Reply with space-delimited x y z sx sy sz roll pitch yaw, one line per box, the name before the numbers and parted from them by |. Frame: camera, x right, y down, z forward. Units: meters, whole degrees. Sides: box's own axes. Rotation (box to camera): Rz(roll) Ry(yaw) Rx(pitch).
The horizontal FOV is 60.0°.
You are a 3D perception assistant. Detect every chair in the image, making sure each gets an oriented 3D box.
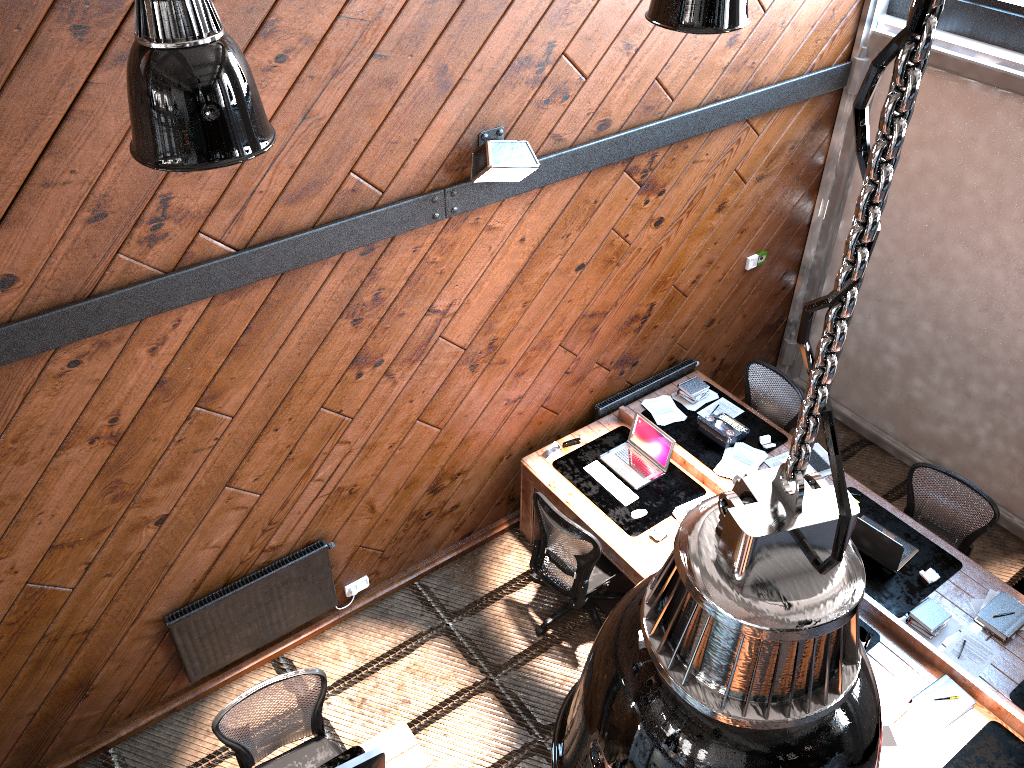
chair | -1.085 2.036 4.604 0.792 1.085 0.770 30 47 32
chair | 1.753 0.438 6.619 0.770 1.085 0.792 30 47 32
chair | 2.659 1.127 5.768 0.770 1.085 0.792 22 44 25
chair | 0.459 1.089 5.797 0.770 1.085 0.792 22 44 25

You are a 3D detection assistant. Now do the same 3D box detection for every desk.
desk | -1.791 3.171 3.378 4.117 0.840 1.748 -23 44 -26
desk | 1.970 1.505 5.486 1.748 0.840 4.117 -24 45 -28

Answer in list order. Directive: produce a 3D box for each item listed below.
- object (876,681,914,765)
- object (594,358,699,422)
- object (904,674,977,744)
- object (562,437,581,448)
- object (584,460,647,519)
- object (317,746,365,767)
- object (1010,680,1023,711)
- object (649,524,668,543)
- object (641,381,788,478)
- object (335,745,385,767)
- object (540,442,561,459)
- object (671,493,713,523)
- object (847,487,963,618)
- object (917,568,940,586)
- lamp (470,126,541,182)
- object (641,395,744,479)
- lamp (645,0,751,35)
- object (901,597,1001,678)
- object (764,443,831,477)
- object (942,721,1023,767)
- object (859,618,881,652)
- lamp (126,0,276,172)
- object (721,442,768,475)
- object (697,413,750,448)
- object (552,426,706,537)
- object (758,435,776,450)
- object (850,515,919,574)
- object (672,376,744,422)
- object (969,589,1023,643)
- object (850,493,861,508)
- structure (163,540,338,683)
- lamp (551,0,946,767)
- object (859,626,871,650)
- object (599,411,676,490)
object | 1.861 1.759 4.624 0.304 0.017 0.467 -2 39 -3
object | 1.044 0.225 6.934 1.064 0.628 0.073 -24 45 -28
object | 2.264 1.704 4.661 0.363 0.065 0.325 -13 41 -16
object | 0.422 0.415 6.272 0.134 0.042 0.022 -13 41 -16
object | 0.701 0.698 5.922 0.139 0.040 0.577 -22 44 -25
object | -0.931 2.157 4.118 0.848 0.008 0.687 -23 44 -26
object | 3.175 1.763 4.643 0.687 0.008 0.848 -25 45 -28
object | 0.924 0.941 5.604 0.106 0.063 0.082 -27 46 -29
object | 1.464 0.307 6.444 0.687 0.008 0.848 -25 45 -28
object | -0.893 1.902 4.005 0.811 0.578 0.663 13 40 15
object | 0.274 0.453 6.207 0.159 0.064 0.054 -30 48 -32
object | 1.224 0.845 5.731 0.316 0.060 0.229 -18 42 -22
object | 2.260 1.024 5.556 0.687 0.008 0.848 -25 45 -28
object | 2.515 1.154 5.343 0.106 0.063 0.082 -15 41 -19
lamp | -0.059 -1.159 4.654 0.328 0.287 0.283 -25 45 -28
object | 1.325 0.377 6.339 0.356 0.002 1.058 -26 46 -29
lamp | 0.816 -2.524 3.136 0.445 2.372 0.445 -26 46 -29
object | 2.475 1.408 5.007 0.319 0.098 0.478 -26 46 -29
object | 2.016 0.552 6.125 0.467 0.017 0.304 -15 41 -18
object | 2.498 2.092 4.227 0.687 0.008 0.848 -25 45 -28
object | 1.583 1.354 5.140 0.687 0.008 0.848 -25 45 -28
lamp | -0.969 -1.694 2.067 0.445 2.372 0.445 -15 41 -18
object | 1.616 0.524 6.150 0.246 0.002 0.315 23 44 26
object | 1.519 0.297 6.344 0.290 0.116 0.322 -26 46 -29
object | 0.787 0.636 6.028 0.687 0.008 0.848 -25 45 -28
object | 1.803 0.414 6.255 0.082 0.063 0.106 -12 40 -15
object | 2.288 0.909 5.471 0.323 0.283 0.390 -28 47 -31
object | 1.452 0.109 6.596 0.319 0.098 0.478 -26 46 -29
object | 2.853 1.317 5.149 0.363 0.065 0.325 -17 42 -20
object | 2.233 0.770 5.848 0.158 0.026 0.154 7 39 8
structure | -1.541 1.393 5.456 1.064 0.628 0.073 -24 45 -28
lamp | 0.287 -0.370 0.529 0.445 2.372 0.445 -8 40 -11
object | 1.943 1.425 4.960 0.078 0.138 0.099 -15 41 -19
object | 0.846 0.448 6.033 0.323 0.283 0.390 -24 45 -28
